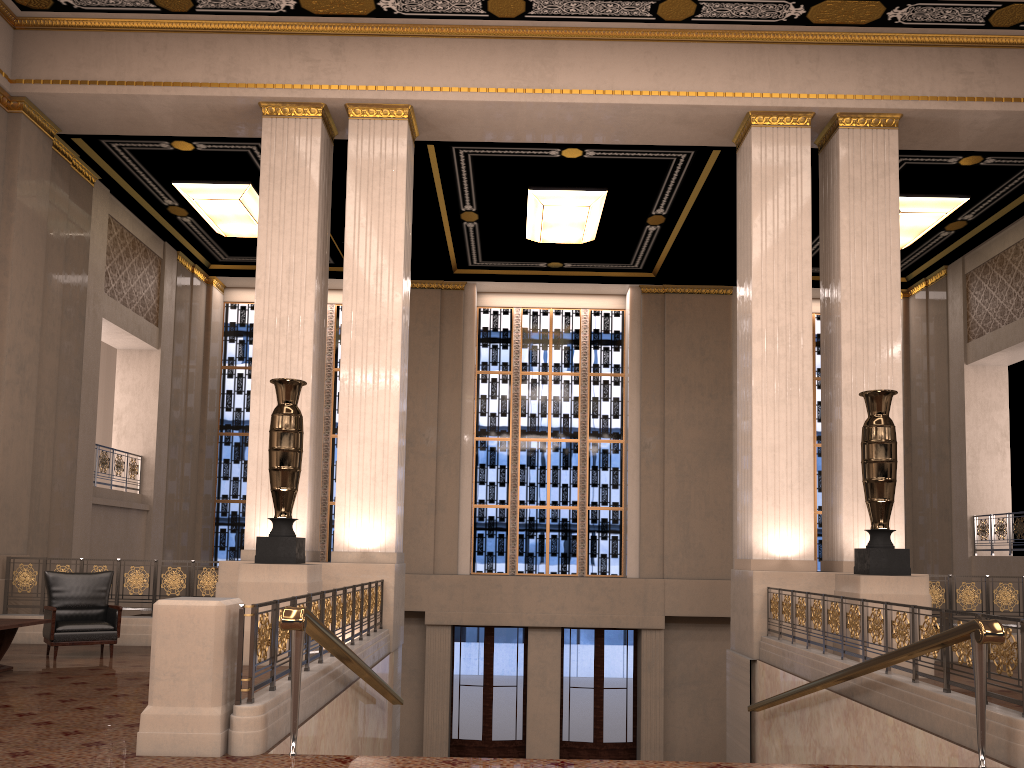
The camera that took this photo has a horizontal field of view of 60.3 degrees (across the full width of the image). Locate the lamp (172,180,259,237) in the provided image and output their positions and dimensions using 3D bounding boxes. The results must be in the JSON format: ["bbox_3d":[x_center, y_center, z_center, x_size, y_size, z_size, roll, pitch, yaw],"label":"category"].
[{"bbox_3d":[-4.437,-2.712,13.994,1.167,0.212,2.046,1,-11,0],"label":"lamp"}]

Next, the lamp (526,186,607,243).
[{"bbox_3d":[0.821,-2.612,13.990,1.167,0.212,2.046,1,-11,0],"label":"lamp"}]

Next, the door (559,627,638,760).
[{"bbox_3d":[1.635,5.942,16.674,1.491,2.699,0.156,1,-5,0],"label":"door"}]

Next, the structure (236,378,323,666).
[{"bbox_3d":[-2.271,1.349,8.767,0.700,2.762,0.707,1,-5,0],"label":"structure"}]

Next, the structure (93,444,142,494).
[{"bbox_3d":[-6.264,1.336,13.785,0.031,0.659,2.186,1,-10,0],"label":"structure"}]

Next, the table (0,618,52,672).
[{"bbox_3d":[-4.522,2.161,7.111,0.838,0.430,1.496,1,-10,0],"label":"table"}]

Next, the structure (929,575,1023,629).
[{"bbox_3d":[5.898,2.527,10.090,2.534,0.649,0.032,1,-5,0],"label":"structure"}]

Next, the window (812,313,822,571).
[{"bbox_3d":[6.020,1.220,17.530,2.987,5.309,0.070,1,-5,0],"label":"window"}]

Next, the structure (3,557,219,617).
[{"bbox_3d":[-4.544,2.330,10.097,2.534,0.649,0.032,1,-5,0],"label":"structure"}]

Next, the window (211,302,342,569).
[{"bbox_3d":[-4.361,1.024,17.537,2.987,5.309,0.070,1,-5,0],"label":"window"}]

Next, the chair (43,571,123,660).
[{"bbox_3d":[-4.300,2.293,8.803,0.651,0.835,0.722,6,-9,-35],"label":"chair"}]

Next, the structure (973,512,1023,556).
[{"bbox_3d":[7.758,2.336,13.716,0.031,0.659,2.186,1,-10,0],"label":"structure"}]

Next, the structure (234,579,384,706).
[{"bbox_3d":[-1.422,1.937,7.205,0.079,0.530,5.008,1,-11,1],"label":"structure"}]

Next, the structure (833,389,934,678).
[{"bbox_3d":[3.657,1.461,8.763,0.700,2.762,0.707,1,-5,0],"label":"structure"}]

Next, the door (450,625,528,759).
[{"bbox_3d":[-0.453,5.903,16.676,1.491,2.699,0.156,1,-5,0],"label":"door"}]

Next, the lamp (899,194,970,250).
[{"bbox_3d":[6.171,-2.511,13.986,1.167,0.212,2.046,1,-11,0],"label":"lamp"}]

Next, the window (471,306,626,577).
[{"bbox_3d":[0.741,1.120,17.534,2.987,5.309,0.070,1,-5,0],"label":"window"}]

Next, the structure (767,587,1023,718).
[{"bbox_3d":[2.810,2.017,7.202,0.079,0.530,5.008,1,-11,0],"label":"structure"}]
